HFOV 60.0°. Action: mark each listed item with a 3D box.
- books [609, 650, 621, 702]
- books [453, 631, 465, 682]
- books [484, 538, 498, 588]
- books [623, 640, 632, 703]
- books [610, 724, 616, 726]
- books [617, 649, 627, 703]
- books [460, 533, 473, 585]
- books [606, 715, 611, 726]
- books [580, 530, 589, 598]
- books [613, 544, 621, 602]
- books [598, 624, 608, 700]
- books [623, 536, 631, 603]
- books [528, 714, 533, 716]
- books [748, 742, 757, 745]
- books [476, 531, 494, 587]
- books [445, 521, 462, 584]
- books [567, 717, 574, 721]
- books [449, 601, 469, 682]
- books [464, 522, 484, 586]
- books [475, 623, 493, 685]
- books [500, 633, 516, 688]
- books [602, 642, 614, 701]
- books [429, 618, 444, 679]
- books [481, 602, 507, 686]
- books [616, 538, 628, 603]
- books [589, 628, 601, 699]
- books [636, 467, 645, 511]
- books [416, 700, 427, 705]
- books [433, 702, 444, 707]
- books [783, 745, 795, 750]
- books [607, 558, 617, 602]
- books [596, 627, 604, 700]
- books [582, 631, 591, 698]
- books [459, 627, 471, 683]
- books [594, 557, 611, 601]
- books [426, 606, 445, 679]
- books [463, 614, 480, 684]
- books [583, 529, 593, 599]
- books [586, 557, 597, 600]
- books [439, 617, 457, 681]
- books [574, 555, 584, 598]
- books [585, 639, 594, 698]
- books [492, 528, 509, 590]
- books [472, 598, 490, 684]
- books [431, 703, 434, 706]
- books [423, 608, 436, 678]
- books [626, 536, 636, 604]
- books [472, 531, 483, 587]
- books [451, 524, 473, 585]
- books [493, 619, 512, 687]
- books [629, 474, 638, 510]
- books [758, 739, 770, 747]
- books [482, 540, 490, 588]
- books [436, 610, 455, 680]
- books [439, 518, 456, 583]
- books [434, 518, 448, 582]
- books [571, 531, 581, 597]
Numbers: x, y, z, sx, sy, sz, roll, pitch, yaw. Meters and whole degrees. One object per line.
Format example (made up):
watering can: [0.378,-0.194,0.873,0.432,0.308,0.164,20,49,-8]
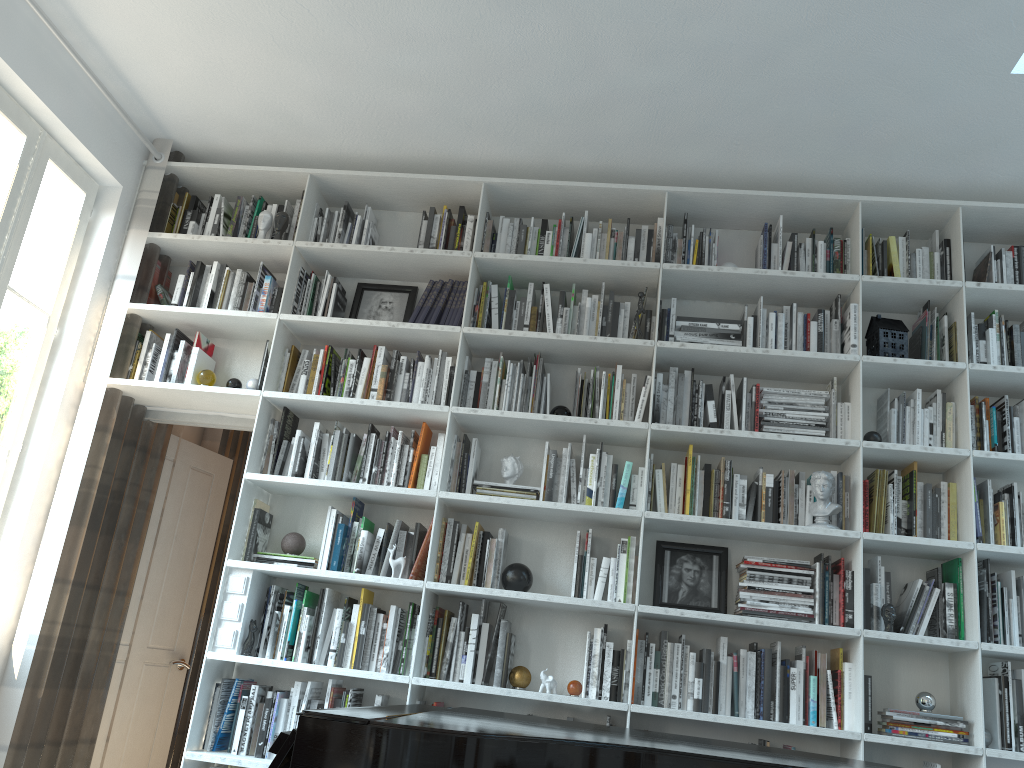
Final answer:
books: [0.414,1.175,3.569,0.031,0.194,0.142,5,-18,7]
books: [-0.204,1.120,3.633,0.024,0.195,0.157,5,-18,7]
books: [-0.081,0.771,3.733,0.028,0.215,0.175,5,-18,7]
books: [0.466,1.161,3.582,0.019,0.241,0.108,5,-18,7]
books: [0.380,1.478,3.457,0.021,0.289,0.160,5,-18,7]
books: [0.440,1.170,3.554,0.024,0.200,0.159,5,-18,7]
books: [-0.184,0.759,3.756,0.025,0.227,0.153,5,-18,7]
books: [0.364,1.459,3.454,0.013,0.319,0.174,5,-18,7]
books: [0.305,0.770,3.709,0.011,0.290,0.156,5,-18,7]
books: [0.433,0.797,3.667,0.012,0.243,0.171,5,-18,7]
books: [0.368,1.122,3.579,0.014,0.290,0.132,5,-18,7]
books: [0.473,0.783,3.665,0.011,0.278,0.188,5,-18,7]
books: [0.055,1.455,3.501,0.012,0.284,0.160,5,-18,7]
books: [0.901,1.503,3.331,0.012,0.284,0.160,5,-18,7]
books: [-0.115,0.761,3.765,0.028,0.247,0.143,5,-18,7]
books: [-0.242,0.734,3.774,0.026,0.274,0.155,5,-18,7]
books: [0.217,1.467,3.491,0.025,0.293,0.135,5,-18,7]
books: [-0.217,1.062,3.649,0.014,0.312,0.166,5,-18,7]
books: [-0.158,0.733,3.740,0.026,0.273,0.190,5,-18,7]
books: [-0.114,1.109,3.638,0.029,0.240,0.136,5,-18,7]
books: [-0.015,1.130,3.617,0.023,0.211,0.160,5,-18,7]
books: [0.384,1.154,3.558,0.029,0.220,0.153,5,-18,7]
books: [-0.296,1.091,3.648,0.030,0.238,0.157,5,-18,7]
books: [-0.072,1.066,3.631,0.050,0.327,0.167,5,-18,7]
books: [0.455,0.789,3.675,0.027,0.268,0.179,5,-18,7]
books: [0.335,1.127,3.571,0.027,0.268,0.159,5,-18,7]
books: [0.545,0.476,3.786,0.026,0.216,0.127,5,-18,7]
books: [-0.382,1.421,3.560,0.012,0.284,0.160,5,-18,7]
books: [-0.312,1.424,3.548,0.013,0.287,0.161,5,-18,7]
books: [1.030,1.506,3.306,0.015,0.292,0.170,5,-18,7]
books: [0.413,0.826,3.671,0.024,0.187,0.173,5,-18,7]
books: [0.355,1.129,3.582,0.010,0.276,0.156,5,-18,7]
books: [0.301,1.135,3.582,0.012,0.253,0.161,5,-18,7]
books: [-0.181,1.111,3.629,0.021,0.214,0.172,5,-18,7]
books: [0.373,0.821,3.672,0.057,0.188,0.156,5,-18,7]
books: [-0.314,1.070,3.661,0.013,0.282,0.147,5,-18,7]
books: [-0.154,1.087,3.631,0.027,0.268,0.186,5,-18,7]
books: [0.316,0.767,3.705,0.012,0.297,0.166,5,-18,7]
books: [0.331,0.825,3.691,0.030,0.182,0.155,5,-18,7]
books: [-0.248,1.091,3.643,0.042,0.247,0.163,5,-18,7]
books: [0.280,0.815,3.684,0.025,0.185,0.154,5,-18,7]
books: [0.314,1.152,3.584,0.015,0.224,0.148,5,-18,7]
books: [-0.049,0.754,3.751,0.028,0.265,0.145,5,-18,7]
books: [-0.128,1.064,3.663,0.013,0.337,0.138,5,-18,7]
books: [-0.324,1.425,3.546,0.010,0.281,0.149,5,-18,7]
books: [-0.327,1.075,3.670,0.013,0.274,0.147,5,-18,7]
books: [0.489,0.784,3.666,0.021,0.280,0.162,5,-18,7]
books: [-0.138,0.755,3.752,0.014,0.243,0.153,5,-18,7]
books: [-0.213,0.739,3.762,0.036,0.262,0.167,5,-18,7]
books: [-0.038,1.100,3.614,0.027,0.260,0.164,5,-18,7]
books: [0.516,0.490,3.782,0.027,0.180,0.142,5,-18,7]
books: [0.938,1.492,3.316,0.013,0.302,0.182,5,-18,7]
books: [-0.100,0.774,3.738,0.011,0.207,0.181,5,-18,7]
books: [-0.274,1.074,3.643,0.012,0.271,0.182,5,-18,7]
books: [-0.267,0.726,3.775,0.025,0.283,0.146,5,-18,7]
books: [-0.296,0.726,3.787,0.012,0.284,0.160,5,-18,7]
books: [0.268,0.768,3.706,0.012,0.284,0.160,5,-18,7]
